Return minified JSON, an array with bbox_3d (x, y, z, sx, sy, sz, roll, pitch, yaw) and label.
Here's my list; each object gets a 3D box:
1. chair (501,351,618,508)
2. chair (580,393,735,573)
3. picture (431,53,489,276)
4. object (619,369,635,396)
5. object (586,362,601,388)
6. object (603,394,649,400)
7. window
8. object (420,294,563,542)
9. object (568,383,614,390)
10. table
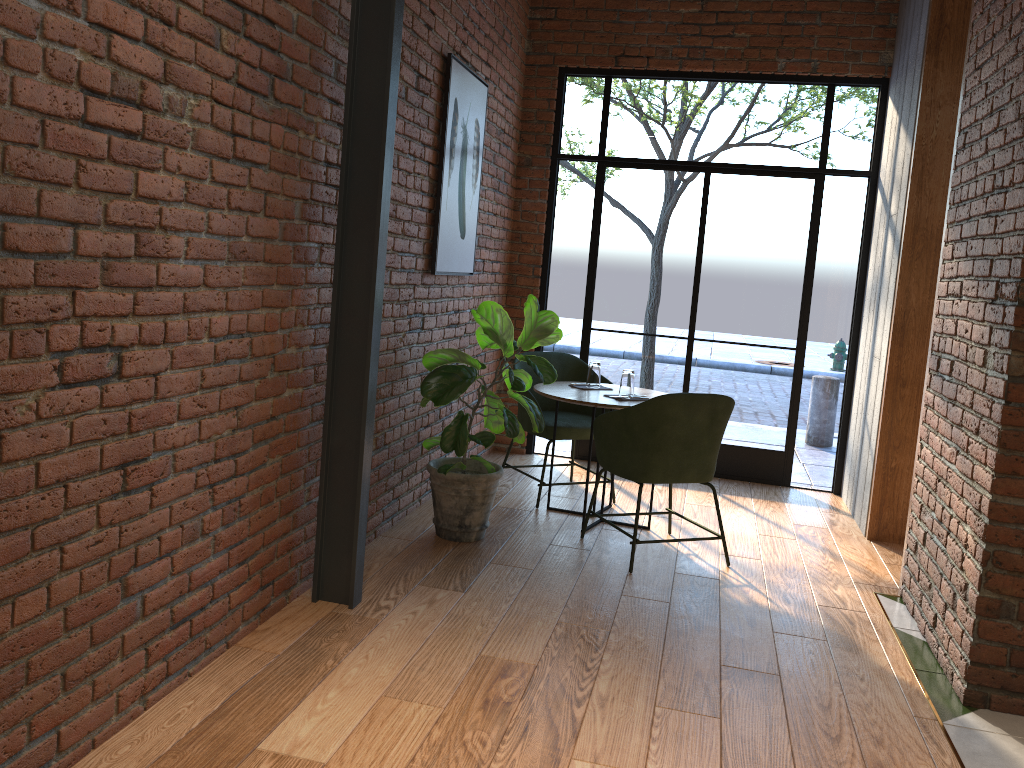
[{"bbox_3d":[0.289,0.247,5.189,0.638,0.815,0.517,2,7,-28],"label":"chair"},{"bbox_3d":[0.710,0.408,4.254,0.638,0.815,0.518,2,6,-23],"label":"chair"},{"bbox_3d":[-0.271,-1.131,4.766,0.023,1.090,0.728,6,6,12],"label":"picture"},{"bbox_3d":[0.602,-0.005,4.616,0.080,0.137,0.080,9,7,33],"label":"object"},{"bbox_3d":[0.450,-0.051,4.858,0.080,0.137,0.080,9,7,33],"label":"object"},{"bbox_3d":[0.589,0.063,4.591,0.242,0.019,0.158,1,9,-29],"label":"object"},{"bbox_3d":[1.253,-0.726,5.990,2.138,2.689,0.097,6,5,13],"label":"window"},{"bbox_3d":[-0.166,0.143,4.264,0.714,1.191,0.637,2,6,-27],"label":"object"},{"bbox_3d":[0.444,0.011,4.890,0.242,0.019,0.158,1,9,-29],"label":"object"},{"bbox_3d":[0.488,0.389,4.749,0.807,0.684,0.811,4,6,-4],"label":"table"}]
